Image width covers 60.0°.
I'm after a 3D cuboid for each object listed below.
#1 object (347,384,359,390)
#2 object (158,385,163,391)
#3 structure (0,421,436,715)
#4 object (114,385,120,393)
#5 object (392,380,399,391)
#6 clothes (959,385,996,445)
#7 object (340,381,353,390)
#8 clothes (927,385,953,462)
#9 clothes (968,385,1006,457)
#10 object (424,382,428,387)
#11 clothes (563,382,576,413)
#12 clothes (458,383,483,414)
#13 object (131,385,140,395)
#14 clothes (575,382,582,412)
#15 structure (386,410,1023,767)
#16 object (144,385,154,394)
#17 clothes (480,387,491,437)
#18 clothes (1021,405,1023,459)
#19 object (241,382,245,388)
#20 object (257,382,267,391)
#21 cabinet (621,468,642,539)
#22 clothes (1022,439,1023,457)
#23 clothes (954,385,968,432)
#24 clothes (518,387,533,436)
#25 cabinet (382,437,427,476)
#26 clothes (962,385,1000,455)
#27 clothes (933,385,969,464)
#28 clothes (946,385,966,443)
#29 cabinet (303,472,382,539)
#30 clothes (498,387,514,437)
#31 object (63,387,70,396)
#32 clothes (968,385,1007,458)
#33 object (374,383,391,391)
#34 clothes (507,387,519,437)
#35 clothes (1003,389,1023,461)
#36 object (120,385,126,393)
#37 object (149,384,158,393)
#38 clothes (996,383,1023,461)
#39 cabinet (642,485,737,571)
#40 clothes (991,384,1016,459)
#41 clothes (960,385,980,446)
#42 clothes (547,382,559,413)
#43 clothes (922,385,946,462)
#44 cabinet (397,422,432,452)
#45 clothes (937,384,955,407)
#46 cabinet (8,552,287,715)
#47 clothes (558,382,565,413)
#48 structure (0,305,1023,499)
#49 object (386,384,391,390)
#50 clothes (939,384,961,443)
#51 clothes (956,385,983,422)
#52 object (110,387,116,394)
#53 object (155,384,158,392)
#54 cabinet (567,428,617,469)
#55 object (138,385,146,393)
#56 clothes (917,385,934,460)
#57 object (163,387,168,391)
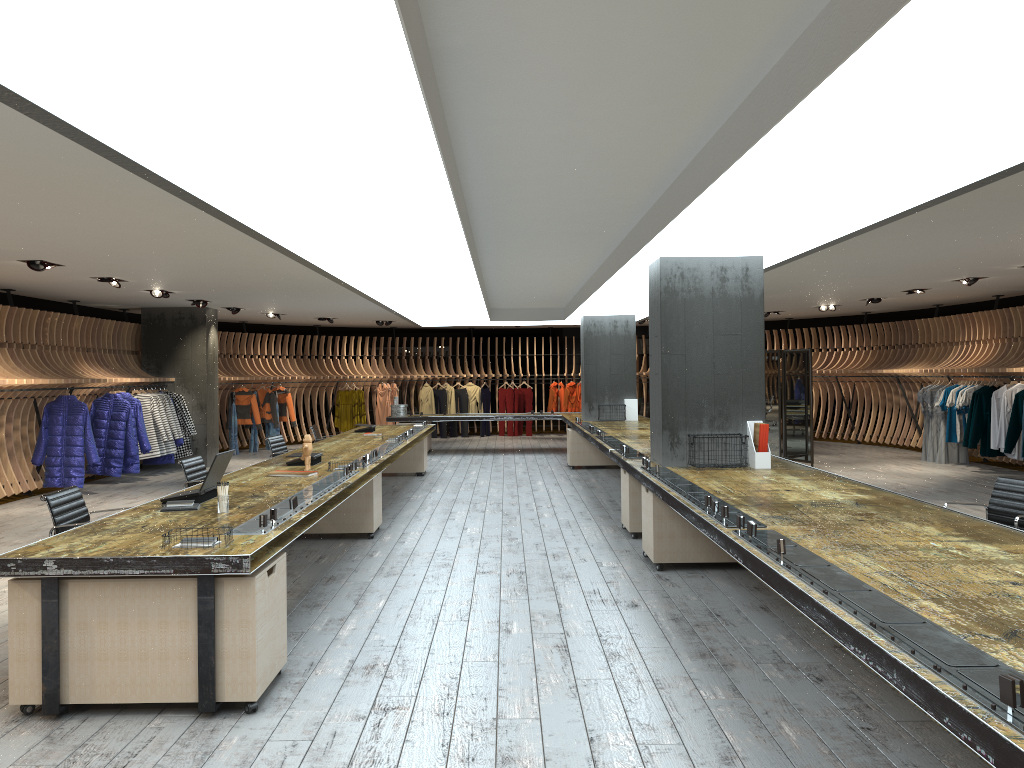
[{"bbox_3d":[-3.712,0.057,20.721,0.525,0.270,0.012,0,0,30],"label":"object"},{"bbox_3d":[-5.898,0.169,14.953,0.516,0.316,0.012,-1,0,0],"label":"object"},{"bbox_3d":[-1.782,1.045,9.183,1.162,0.844,10.451,-1,1,0],"label":"structure"},{"bbox_3d":[-5.895,0.165,13.275,0.523,0.291,0.012,-1,0,0],"label":"object"},{"bbox_3d":[-2.854,0.037,21.343,0.012,0.270,0.525,0,0,-35],"label":"object"},{"bbox_3d":[7.256,0.476,13.616,0.734,0.937,0.164,-1,0,3],"label":"clothes"},{"bbox_3d":[-3.843,0.060,20.593,0.525,0.270,0.012,0,0,30],"label":"object"},{"bbox_3d":[7.273,0.730,14.799,0.677,1.434,0.204,-1,0,14],"label":"clothes"},{"bbox_3d":[7.296,0.553,13.335,0.913,1.081,0.238,-1,0,-1],"label":"clothes"},{"bbox_3d":[-2.097,0.027,21.758,0.012,0.270,0.525,0,0,-35],"label":"object"},{"bbox_3d":[1.483,0.385,22.292,0.201,0.881,0.839,-1,0,30],"label":"clothes"},{"bbox_3d":[-1.041,0.429,22.127,0.704,0.890,0.250,-1,0,20],"label":"clothes"},{"bbox_3d":[-5.888,0.169,13.917,0.518,0.313,0.012,-1,0,0],"label":"object"},{"bbox_3d":[1.724,0.382,22.243,0.201,0.881,0.839,-1,0,-20],"label":"clothes"},{"bbox_3d":[0.056,1.026,8.981,4.836,0.844,18.475,-1,1,0],"label":"structure"},{"bbox_3d":[-5.891,0.164,14.416,0.518,0.313,0.012,-1,0,0],"label":"object"},{"bbox_3d":[-0.668,0.749,22.223,0.087,1.353,0.539,-1,0,24],"label":"clothes"},{"bbox_3d":[7.310,0.535,12.076,0.715,1.088,0.257,-1,0,-5],"label":"clothes"},{"bbox_3d":[-5.511,0.102,18.145,0.525,0.270,0.012,-1,0,15],"label":"object"},{"bbox_3d":[-5.262,0.096,18.683,0.525,0.270,0.012,-1,0,20],"label":"object"},{"bbox_3d":[1.655,1.119,8.546,1.131,0.630,0.593,-1,0,0],"label":"cabinet"},{"bbox_3d":[7.305,0.564,11.952,0.913,1.081,0.238,-1,0,-1],"label":"clothes"},{"bbox_3d":[7.314,0.487,14.022,0.743,0.961,0.167,-1,0,-7],"label":"clothes"},{"bbox_3d":[0.309,0.745,22.338,0.551,1.338,0.093,-1,0,40],"label":"clothes"},{"bbox_3d":[-1.917,1.104,13.893,1.131,0.630,0.593,-1,0,0],"label":"cabinet"},{"bbox_3d":[7.288,0.552,13.458,0.913,1.081,0.238,-1,0,-1],"label":"clothes"},{"bbox_3d":[7.273,0.731,14.663,0.677,1.434,0.204,-1,0,-16],"label":"clothes"},{"bbox_3d":[7.281,0.473,14.073,0.743,0.931,0.158,-1,0,4],"label":"clothes"},{"bbox_3d":[-1.879,1.159,8.687,1.131,0.630,0.593,-1,0,0],"label":"cabinet"},{"bbox_3d":[-0.145,0.751,22.304,0.551,1.338,0.093,-1,0,45],"label":"clothes"},{"bbox_3d":[-5.901,0.173,11.741,0.525,0.270,0.012,-1,0,0],"label":"object"},{"bbox_3d":[7.289,0.554,13.248,0.913,1.081,0.238,-1,0,4],"label":"clothes"},{"bbox_3d":[-3.098,0.042,21.200,0.525,0.270,0.012,0,0,35],"label":"object"},{"bbox_3d":[0.021,0.748,22.320,0.093,1.338,0.551,0,0,-30],"label":"clothes"},{"bbox_3d":[7.296,0.561,12.307,0.913,1.081,0.238,-1,0,4],"label":"clothes"},{"bbox_3d":[-5.912,0.155,13.454,0.525,0.270,0.012,-1,0,0],"label":"object"},{"bbox_3d":[-5.893,0.162,14.594,0.518,0.313,0.012,-1,0,0],"label":"object"},{"bbox_3d":[7.263,0.540,12.641,0.733,1.106,0.165,-1,0,-1],"label":"clothes"},{"bbox_3d":[1.664,1.134,7.193,1.131,0.630,0.593,-1,0,0],"label":"cabinet"},{"bbox_3d":[7.318,0.537,12.832,0.733,1.106,0.165,-1,0,4],"label":"clothes"},{"bbox_3d":[7.270,0.489,13.802,0.742,0.950,0.167,-1,0,-17],"label":"clothes"},{"bbox_3d":[1.045,0.389,22.324,0.201,0.881,0.839,-1,0,15],"label":"clothes"},{"bbox_3d":[7.273,0.728,14.939,0.677,1.434,0.204,-1,0,-11],"label":"clothes"},{"bbox_3d":[-1.939,1.065,17.595,0.593,0.630,1.131,-1,0,0],"label":"cabinet"},{"bbox_3d":[7.280,0.471,14.313,0.743,0.931,0.158,-1,0,24],"label":"clothes"},{"bbox_3d":[-1.739,1.203,4.349,1.131,0.630,0.593,-1,0,0],"label":"cabinet"},{"bbox_3d":[1.277,0.386,22.360,0.201,0.881,0.839,-1,0,5],"label":"clothes"},{"bbox_3d":[0.728,0.196,4.920,14.882,2.440,36.554,-1,1,0],"label":"structure"},{"bbox_3d":[-2.999,0.040,21.268,0.012,0.270,0.525,0,0,-30],"label":"object"},{"bbox_3d":[7.224,0.487,14.215,0.738,0.971,0.167,-1,0,8],"label":"clothes"},{"bbox_3d":[7.313,0.471,13.880,0.742,0.938,0.162,-1,0,-6],"label":"clothes"},{"bbox_3d":[-5.927,0.172,13.134,0.523,0.292,0.012,-1,0,0],"label":"object"},{"bbox_3d":[-5.953,0.141,14.794,0.525,0.270,0.012,-1,0,0],"label":"object"},{"bbox_3d":[1.491,1.057,14.601,1.131,0.630,0.593,-1,0,0],"label":"cabinet"},{"bbox_3d":[-5.890,0.167,14.153,0.518,0.313,0.012,-1,0,0],"label":"object"},{"bbox_3d":[7.271,0.727,15.080,0.677,1.434,0.204,-1,0,14],"label":"clothes"},{"bbox_3d":[-5.903,0.165,15.141,0.518,0.313,0.012,-1,0,0],"label":"object"}]
